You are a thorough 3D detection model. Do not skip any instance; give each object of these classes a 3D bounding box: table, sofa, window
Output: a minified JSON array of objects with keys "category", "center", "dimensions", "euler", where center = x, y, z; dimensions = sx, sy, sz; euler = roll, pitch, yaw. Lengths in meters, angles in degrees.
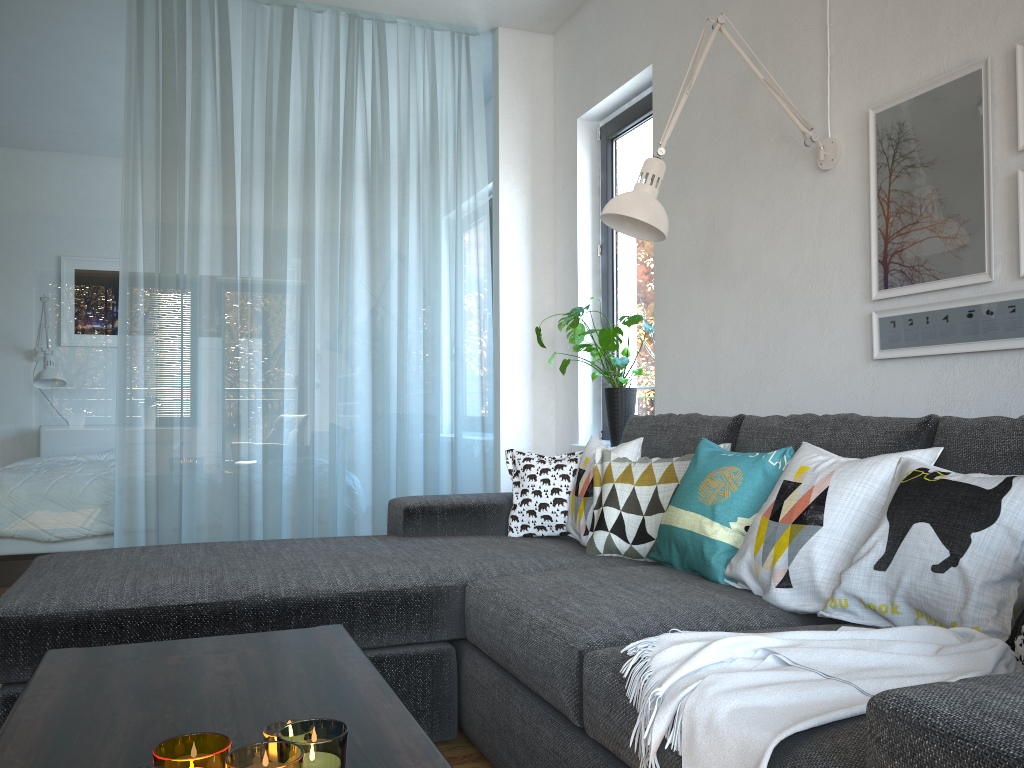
[{"category":"table","center":[-0.402,0.679,1.191],"dimensions":[0.570,0.409,1.180],"euler":[0,-2,-21]},{"category":"sofa","center":[-0.004,0.490,1.890],"dimensions":[2.163,0.847,2.509],"euler":[0,-2,-21]},{"category":"window","center":[10.689,1.922,13.360],"dimensions":[24.375,18.366,13.980],"euler":[0,-1,-14]}]

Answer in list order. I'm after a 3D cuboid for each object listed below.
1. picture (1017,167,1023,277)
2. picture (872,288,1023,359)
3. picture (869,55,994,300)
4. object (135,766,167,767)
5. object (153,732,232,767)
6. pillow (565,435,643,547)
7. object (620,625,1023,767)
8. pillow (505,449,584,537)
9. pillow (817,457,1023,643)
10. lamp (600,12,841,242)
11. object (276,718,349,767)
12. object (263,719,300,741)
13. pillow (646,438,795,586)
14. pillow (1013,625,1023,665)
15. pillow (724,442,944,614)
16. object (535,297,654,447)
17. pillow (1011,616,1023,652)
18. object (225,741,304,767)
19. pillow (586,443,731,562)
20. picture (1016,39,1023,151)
[{"category":"picture","center":[1.190,-0.370,1.943],"dimensions":[0.021,0.248,0.166],"euler":[0,-1,-21]},{"category":"picture","center":[1.148,-0.148,2.054],"dimensions":[0.021,0.136,0.837],"euler":[0,-2,-21]},{"category":"picture","center":[1.063,-0.504,2.271],"dimensions":[0.013,0.534,0.390],"euler":[0,-1,-21]},{"category":"object","center":[-0.361,0.423,0.851],"dimensions":[0.079,0.081,0.079],"euler":[0,-1,-26]},{"category":"object","center":[-0.340,0.426,0.945],"dimensions":[0.079,0.081,0.079],"euler":[0,-1,-26]},{"category":"pillow","center":[0.284,0.335,2.767],"dimensions":[0.173,0.344,0.360],"euler":[0,-1,-21]},{"category":"object","center":[0.450,0.485,1.398],"dimensions":[0.606,0.212,0.488],"euler":[0,-2,-24]},{"category":"pillow","center":[0.123,0.369,2.940],"dimensions":[0.334,0.320,0.160],"euler":[-1,-1,15]},{"category":"pillow","center":[0.782,0.302,1.609],"dimensions":[0.265,0.318,0.382],"euler":[0,-1,-21]},{"category":"lamp","center":[0.597,-0.750,2.608],"dimensions":[0.698,0.669,0.200],"euler":[0,-1,-11]},{"category":"object","center":[-0.222,0.427,0.989],"dimensions":[0.079,0.081,0.079],"euler":[0,-1,-26]},{"category":"object","center":[-0.264,0.439,1.052],"dimensions":[0.060,0.061,0.060],"euler":[0,-1,-16]},{"category":"pillow","center":[0.542,0.313,2.261],"dimensions":[0.273,0.340,0.414],"euler":[0,-2,-21]},{"category":"pillow","center":[0.778,0.318,1.177],"dimensions":[0.169,0.312,0.358],"euler":[-1,-1,20]},{"category":"pillow","center":[0.668,0.317,1.933],"dimensions":[0.285,0.368,0.436],"euler":[0,-1,-21]},{"category":"object","center":[0.375,-0.059,3.877],"dimensions":[0.447,0.675,0.657],"euler":[0,-1,-30]},{"category":"pillow","center":[0.927,0.304,1.293],"dimensions":[0.234,0.358,0.450],"euler":[0,-1,6]},{"category":"object","center":[-0.256,0.425,0.918],"dimensions":[0.079,0.081,0.079],"euler":[0,-1,-26]},{"category":"pillow","center":[0.435,0.348,2.571],"dimensions":[0.454,0.363,0.242],"euler":[-1,-2,36]},{"category":"picture","center":[1.228,-0.661,1.843],"dimensions":[0.021,0.248,0.390],"euler":[0,-2,-21]}]
